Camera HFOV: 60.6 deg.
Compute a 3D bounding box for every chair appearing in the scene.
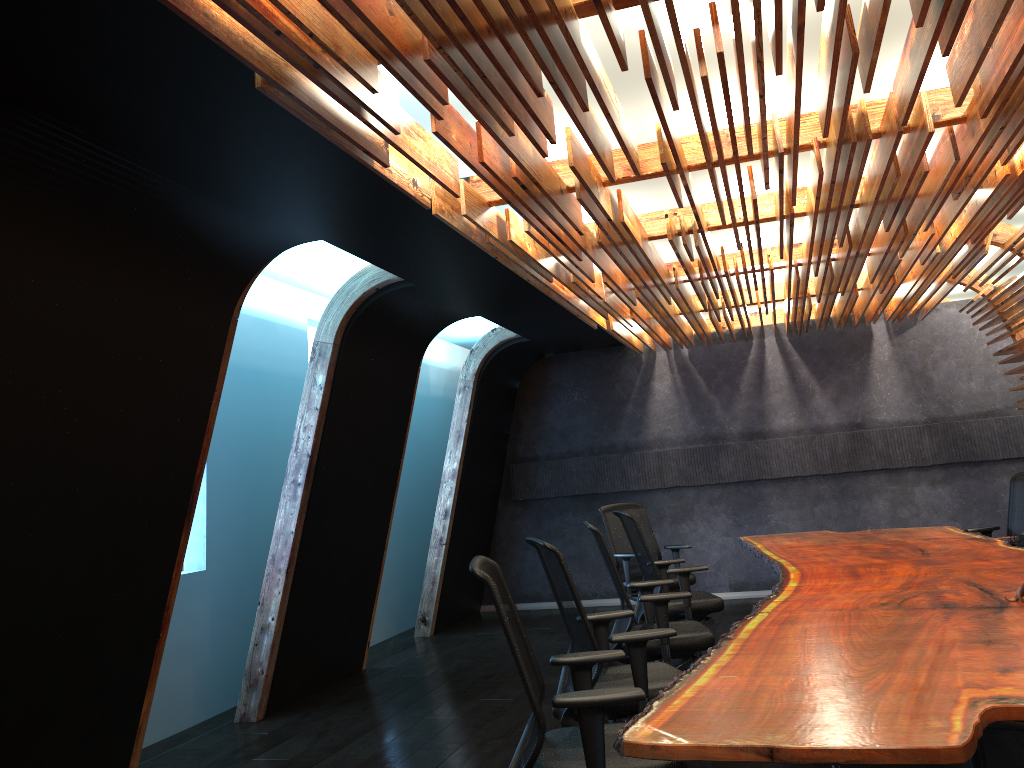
[{"bbox_3d":[1.229,1.526,6.436,0.797,1.270,0.791,-4,-12,-4],"label":"chair"},{"bbox_3d":[0.882,1.410,5.182,0.796,1.270,0.792,-5,-12,0],"label":"chair"},{"bbox_3d":[3.908,1.329,6.807,0.797,1.270,0.791,-3,-12,-9],"label":"chair"},{"bbox_3d":[1.286,1.688,7.859,0.813,1.270,0.776,5,-16,-38],"label":"chair"},{"bbox_3d":[0.301,1.213,3.054,0.796,1.270,0.792,-5,-12,0],"label":"chair"},{"bbox_3d":[0.532,1.310,4.052,0.797,1.270,0.791,-3,-12,-9],"label":"chair"}]

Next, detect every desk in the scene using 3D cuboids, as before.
[{"bbox_3d":[2.198,1.471,4.924,2.025,0.837,6.541,-7,-7,16],"label":"desk"}]

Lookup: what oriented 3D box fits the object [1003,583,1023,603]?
[{"bbox_3d":[2.192,0.777,3.633,0.128,0.251,0.299,3,-12,-31],"label":"object"}]

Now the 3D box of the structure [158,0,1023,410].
[{"bbox_3d":[2.124,0.182,4.732,4.503,3.064,11.268,-8,-8,16],"label":"structure"}]
